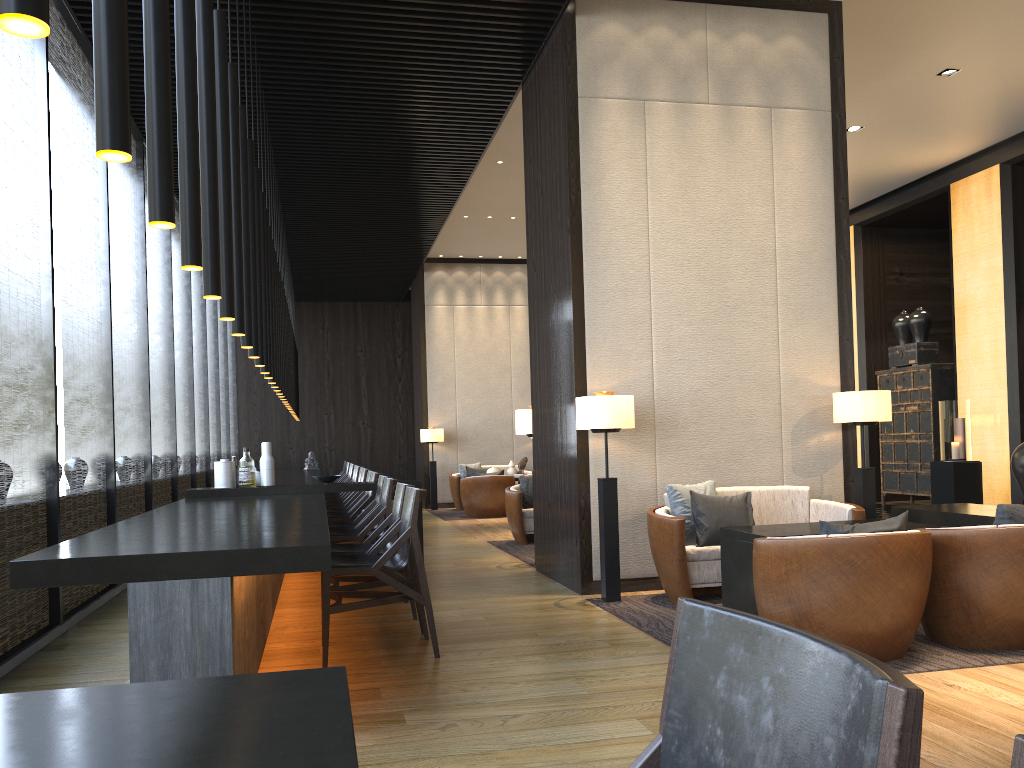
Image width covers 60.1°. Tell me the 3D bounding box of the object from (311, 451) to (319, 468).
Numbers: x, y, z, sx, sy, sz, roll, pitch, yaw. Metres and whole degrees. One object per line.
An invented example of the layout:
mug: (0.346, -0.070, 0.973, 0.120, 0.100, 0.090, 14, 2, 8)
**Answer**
object: (-3.461, 1.320, 15.272, 0.209, 0.313, 0.163, -2, -1, 13)

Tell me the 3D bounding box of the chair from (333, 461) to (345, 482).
chair: (-3.195, 1.806, 15.976, 0.563, 0.826, 0.526, -1, -2, -12)

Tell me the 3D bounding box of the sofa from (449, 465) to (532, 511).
sofa: (-0.310, 1.678, 14.433, 1.448, 0.693, 0.604, -1, -2, -12)

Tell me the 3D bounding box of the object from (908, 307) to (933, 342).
object: (5.551, -0.806, 12.036, 0.311, 0.492, 0.312, -1, -2, -31)

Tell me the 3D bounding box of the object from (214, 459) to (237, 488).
object: (-2.218, 0.693, 6.849, 0.168, 0.219, 0.169, -1, -2, -17)

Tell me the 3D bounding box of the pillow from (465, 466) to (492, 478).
pillow: (-0.531, 1.498, 14.330, 0.471, 0.361, 0.219, -1, -2, -16)

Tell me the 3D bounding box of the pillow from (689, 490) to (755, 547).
pillow: (1.351, 0.853, 5.710, 0.471, 0.361, 0.219, -1, -2, -16)

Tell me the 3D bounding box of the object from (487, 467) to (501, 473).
object: (-0.270, 1.370, 13.701, 0.246, 0.168, 0.245, -4, -3, 35)

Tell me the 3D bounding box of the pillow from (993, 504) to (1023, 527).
pillow: (2.408, 0.721, 4.120, 0.399, 0.362, 0.222, -1, -2, -12)

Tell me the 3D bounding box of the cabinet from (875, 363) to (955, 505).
cabinet: (5.656, 0.731, 12.242, 0.547, 1.921, 1.189, -2, -1, -12)

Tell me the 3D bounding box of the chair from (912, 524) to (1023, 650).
chair: (2.390, 0.946, 4.234, 0.803, 0.604, 0.607, -1, -2, -12)

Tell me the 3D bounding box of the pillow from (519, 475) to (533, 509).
pillow: (0.281, 1.150, 9.461, 0.399, 0.362, 0.222, -1, -2, -12)

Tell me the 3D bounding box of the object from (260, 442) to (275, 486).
object: (-1.910, 0.625, 6.909, 0.113, 0.344, 0.113, -1, -1, -17)

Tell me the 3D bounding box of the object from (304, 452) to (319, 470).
object: (-3.412, 1.303, 15.026, 0.207, 0.310, 0.162, -1, -2, -32)

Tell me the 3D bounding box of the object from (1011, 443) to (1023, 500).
object: (3.092, 0.522, 5.167, 0.311, 0.492, 0.312, -1, -2, -31)

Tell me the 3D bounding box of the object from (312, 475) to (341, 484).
object: (-1.467, 0.762, 7.021, 0.227, 0.067, 0.228, -1, -4, -10)

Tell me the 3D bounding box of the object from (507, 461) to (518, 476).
object: (0.001, 1.320, 13.762, 0.174, 0.257, 0.174, -2, -2, 7)

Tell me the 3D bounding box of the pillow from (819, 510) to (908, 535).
pillow: (1.570, 0.737, 3.935, 0.441, 0.338, 0.205, -1, -1, -5)

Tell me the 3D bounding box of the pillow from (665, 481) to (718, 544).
pillow: (1.219, 0.845, 5.840, 0.433, 0.399, 0.201, 0, -2, -34)

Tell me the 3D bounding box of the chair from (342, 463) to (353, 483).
chair: (-2.506, 1.570, 12.822, 0.563, 0.826, 0.526, -1, -2, -12)

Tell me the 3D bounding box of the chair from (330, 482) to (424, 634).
chair: (-0.807, 0.987, 5.039, 0.563, 0.826, 0.526, -1, -2, -12)

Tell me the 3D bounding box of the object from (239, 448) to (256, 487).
object: (-2.045, 0.644, 6.834, 0.129, 0.305, 0.129, -1, -1, -26)

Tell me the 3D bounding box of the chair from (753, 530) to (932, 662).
chair: (1.555, 0.959, 4.051, 0.803, 0.604, 0.607, -1, -2, -12)

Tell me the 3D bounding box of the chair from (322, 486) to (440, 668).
chair: (-0.685, 0.945, 4.478, 0.563, 0.826, 0.526, -1, -2, -12)

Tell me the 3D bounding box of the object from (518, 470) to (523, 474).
object: (0.126, 1.391, 13.785, 0.091, 0.112, 0.091, -3, -2, 40)

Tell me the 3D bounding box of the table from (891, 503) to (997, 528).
table: (3.114, 1.029, 5.234, 0.620, 0.512, 1.964, -1, -4, -12)

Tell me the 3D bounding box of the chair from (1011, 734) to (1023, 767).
chair: (0.220, 0.635, 0.333, 0.563, 0.826, 0.526, -1, -2, -12)

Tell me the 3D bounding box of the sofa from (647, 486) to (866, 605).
sofa: (1.572, 1.033, 5.813, 1.448, 0.693, 0.604, -1, -2, -12)

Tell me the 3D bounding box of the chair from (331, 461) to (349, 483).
chair: (-3.072, 1.764, 15.415, 0.563, 0.826, 0.526, -1, -2, -12)

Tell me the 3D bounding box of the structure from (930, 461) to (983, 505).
structure: (5.402, 1.265, 10.758, 0.402, 0.657, 0.403, -1, -1, -12)

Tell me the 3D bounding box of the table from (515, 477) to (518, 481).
table: (-0.149, 1.706, 13.669, 1.041, 0.517, 0.576, -1, -2, -12)

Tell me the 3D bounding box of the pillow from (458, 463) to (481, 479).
pillow: (-0.663, 1.490, 14.460, 0.433, 0.399, 0.201, 0, -2, -34)

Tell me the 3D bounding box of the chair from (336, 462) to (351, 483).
chair: (-2.851, 1.688, 14.399, 0.563, 0.826, 0.526, -1, -2, -12)

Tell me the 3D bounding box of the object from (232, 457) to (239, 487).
object: (-2.184, 0.691, 6.970, 0.067, 0.237, 0.067, -1, -1, -19)

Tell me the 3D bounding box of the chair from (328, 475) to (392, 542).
chair: (-1.146, 1.103, 6.591, 0.563, 0.826, 0.526, -1, -2, -12)

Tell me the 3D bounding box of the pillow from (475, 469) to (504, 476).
pillow: (-0.312, 1.383, 12.556, 0.441, 0.338, 0.205, -1, -1, -5)

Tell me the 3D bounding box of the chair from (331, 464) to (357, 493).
chair: (-2.384, 1.528, 12.261, 0.563, 0.826, 0.526, -1, -2, -12)

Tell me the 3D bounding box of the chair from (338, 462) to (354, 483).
chair: (-2.728, 1.646, 13.838, 0.563, 0.826, 0.526, -1, -2, -12)

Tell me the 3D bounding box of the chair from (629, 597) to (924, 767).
chair: (0.098, 0.677, 0.895, 0.563, 0.826, 0.526, -1, -2, -12)

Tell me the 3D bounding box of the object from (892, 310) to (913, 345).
object: (5.481, -0.781, 12.361, 0.311, 0.492, 0.312, -1, -2, -16)

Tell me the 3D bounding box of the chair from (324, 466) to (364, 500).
chair: (-2.039, 1.410, 10.684, 0.563, 0.826, 0.526, -1, -2, -12)

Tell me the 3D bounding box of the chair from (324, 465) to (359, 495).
chair: (-2.162, 1.452, 11.245, 0.563, 0.826, 0.526, -1, -2, -12)

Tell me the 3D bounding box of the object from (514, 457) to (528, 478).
object: (0.150, 1.282, 13.651, 0.174, 0.309, 0.229, -3, -2, 34)

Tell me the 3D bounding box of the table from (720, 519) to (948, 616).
table: (1.766, 1.050, 4.896, 1.041, 0.517, 0.576, -1, -2, -12)

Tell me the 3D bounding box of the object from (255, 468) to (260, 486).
object: (-2.032, 0.698, 7.008, 0.135, 0.217, 0.136, -1, -2, -25)

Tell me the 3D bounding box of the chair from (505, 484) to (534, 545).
chair: (0.312, 1.357, 9.343, 0.803, 0.604, 0.607, -1, -2, -12)

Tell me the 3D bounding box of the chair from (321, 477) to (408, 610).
chair: (-1.023, 1.061, 6.029, 0.563, 0.826, 0.526, -1, -2, -12)
